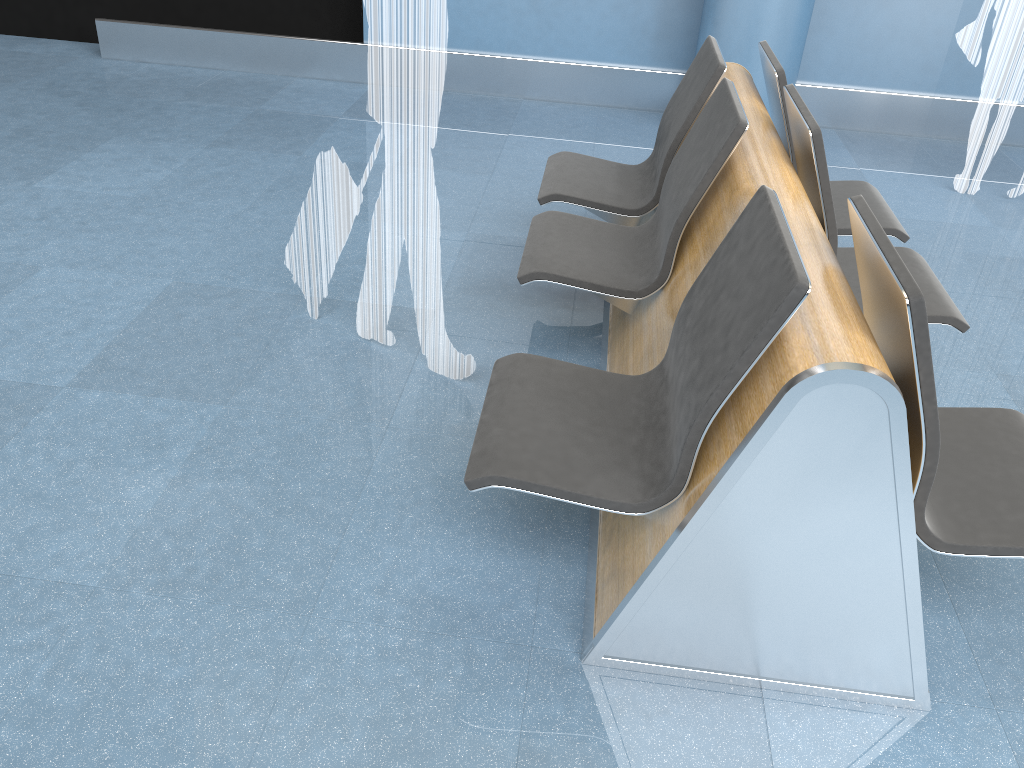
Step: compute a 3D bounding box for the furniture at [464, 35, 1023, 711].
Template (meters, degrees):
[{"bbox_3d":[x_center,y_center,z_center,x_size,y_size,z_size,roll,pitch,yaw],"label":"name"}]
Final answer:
[{"bbox_3d":[0.672,-0.337,2.594,1.301,0.896,2.281,7,32,4],"label":"furniture"}]
